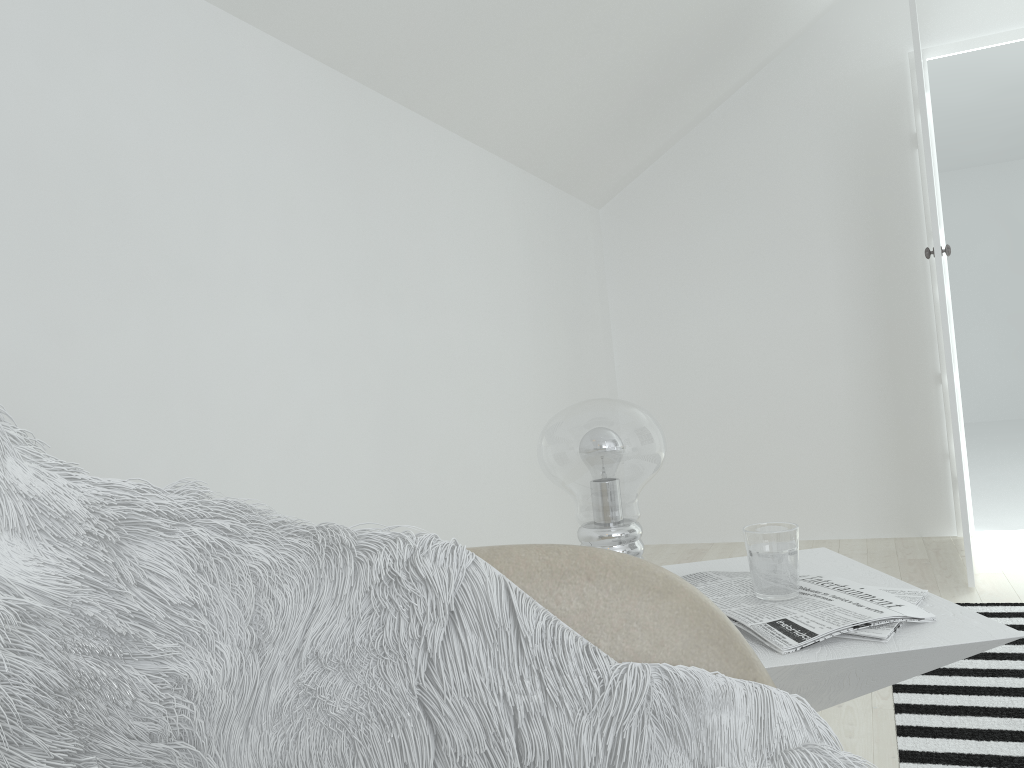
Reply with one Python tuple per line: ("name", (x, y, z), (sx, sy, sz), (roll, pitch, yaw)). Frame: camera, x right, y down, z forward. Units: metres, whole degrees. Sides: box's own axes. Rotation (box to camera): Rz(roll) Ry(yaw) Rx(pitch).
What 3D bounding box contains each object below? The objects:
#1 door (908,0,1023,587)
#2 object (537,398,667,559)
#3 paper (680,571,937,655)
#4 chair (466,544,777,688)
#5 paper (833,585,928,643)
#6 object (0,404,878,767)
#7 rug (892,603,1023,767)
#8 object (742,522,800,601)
("door", (1.940, -0.395, 3.473), (1.397, 2.055, 0.688), (-6, 0, -20))
("object", (0.134, 0.159, 1.263), (0.185, 0.279, 0.185), (-6, 0, 15))
("paper", (0.328, 0.268, 1.106), (0.205, 0.024, 0.312), (-6, 0, -18))
("chair", (-0.072, 0.368, 0.498), (0.776, 0.941, 0.719), (-6, 0, -4))
("paper", (0.329, 0.271, 1.106), (0.312, 0.015, 0.205), (-6, 0, 37))
("object", (-0.075, 0.261, 0.495), (0.954, 0.789, 0.784), (-6, 0, 2))
("rug", (1.263, 0.706, 0.503), (1.846, 0.004, 4.362), (-6, 0, 22))
("object", (0.326, 0.221, 1.105), (0.067, 0.087, 0.067), (-6, 0, 19))
